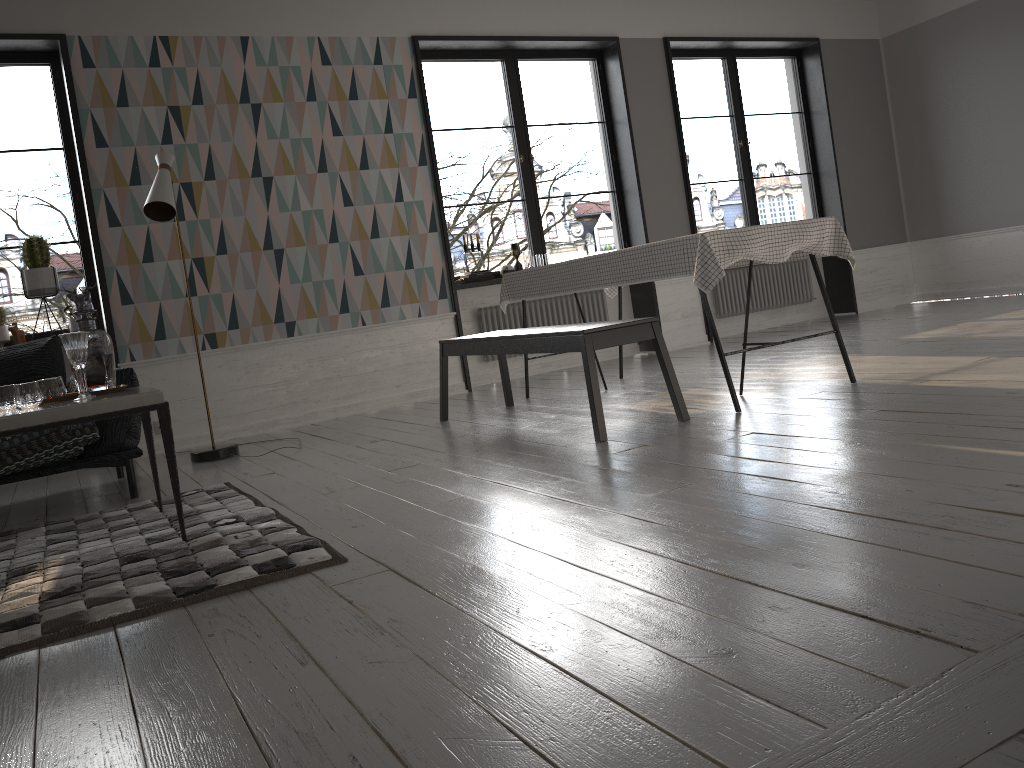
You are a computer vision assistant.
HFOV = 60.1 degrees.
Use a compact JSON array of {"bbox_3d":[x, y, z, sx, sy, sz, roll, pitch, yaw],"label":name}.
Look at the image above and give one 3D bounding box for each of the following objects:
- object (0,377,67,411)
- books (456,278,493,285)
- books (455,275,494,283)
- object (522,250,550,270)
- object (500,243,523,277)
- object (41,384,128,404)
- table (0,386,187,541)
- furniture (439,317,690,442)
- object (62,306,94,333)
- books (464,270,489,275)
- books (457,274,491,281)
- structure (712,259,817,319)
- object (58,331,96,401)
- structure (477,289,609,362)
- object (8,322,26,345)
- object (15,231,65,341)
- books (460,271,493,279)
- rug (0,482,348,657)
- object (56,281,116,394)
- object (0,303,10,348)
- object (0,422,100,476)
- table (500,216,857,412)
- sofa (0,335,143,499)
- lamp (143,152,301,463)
[{"bbox_3d":[-1.648,0.030,3.095,0.278,0.087,0.248,-4,7,40],"label":"object"},{"bbox_3d":[-0.295,-0.771,6.682,0.269,0.011,0.161,-11,6,-24],"label":"books"},{"bbox_3d":[-0.298,-0.786,6.689,0.272,0.019,0.183,-11,6,-28],"label":"books"},{"bbox_3d":[0.205,-0.964,6.952,0.269,0.192,0.153,-11,4,-27],"label":"object"},{"bbox_3d":[-0.012,-0.952,6.828,0.195,0.256,0.115,-10,2,-17],"label":"object"},{"bbox_3d":[-1.568,0.039,3.204,0.320,0.015,0.246,-11,6,-27],"label":"object"},{"bbox_3d":[-1.860,0.391,2.795,1.463,0.509,0.731,-11,5,-27],"label":"table"},{"bbox_3d":[0.141,-0.043,4.402,0.468,0.454,1.667,-10,5,-27],"label":"furniture"},{"bbox_3d":[-2.624,-0.391,5.364,0.171,0.203,0.246,-10,4,-25],"label":"object"},{"bbox_3d":[-0.268,-0.843,6.690,0.154,0.017,0.123,-11,6,-26],"label":"books"},{"bbox_3d":[-0.291,-0.802,6.688,0.217,0.011,0.174,-11,6,-22],"label":"books"},{"bbox_3d":[2.335,-0.894,8.202,1.229,0.427,0.148,-11,3,-29],"label":"structure"},{"bbox_3d":[-1.482,-0.062,3.031,0.082,0.226,0.168,-9,3,-16],"label":"object"},{"bbox_3d":[0.282,-0.480,7.121,1.229,0.427,0.148,-11,3,-29],"label":"structure"},{"bbox_3d":[-3.223,-0.376,5.146,0.665,0.409,0.134,-11,3,-26],"label":"object"},{"bbox_3d":[-2.821,-0.590,5.300,0.227,0.669,0.237,-7,2,33],"label":"object"},{"bbox_3d":[-0.270,-0.822,6.693,0.199,0.022,0.162,-11,6,-26],"label":"books"},{"bbox_3d":[-1.949,0.670,2.558,2.539,0.034,1.768,-11,6,-27],"label":"rug"},{"bbox_3d":[-1.547,-0.171,3.238,0.148,0.416,0.156,-9,2,-8],"label":"object"},{"bbox_3d":[-3.098,-0.348,5.262,0.212,0.282,0.236,-6,4,37],"label":"object"},{"bbox_3d":[-2.198,0.230,3.827,0.670,0.328,0.489,-12,5,-32],"label":"object"},{"bbox_3d":[0.793,-0.345,4.788,0.936,0.782,2.023,-11,5,-27],"label":"table"},{"bbox_3d":[-2.865,0.309,3.806,2.352,0.796,0.969,-11,5,-28],"label":"sofa"},{"bbox_3d":[-1.750,-0.457,5.142,0.683,1.698,1.244,-10,3,-29],"label":"lamp"}]
